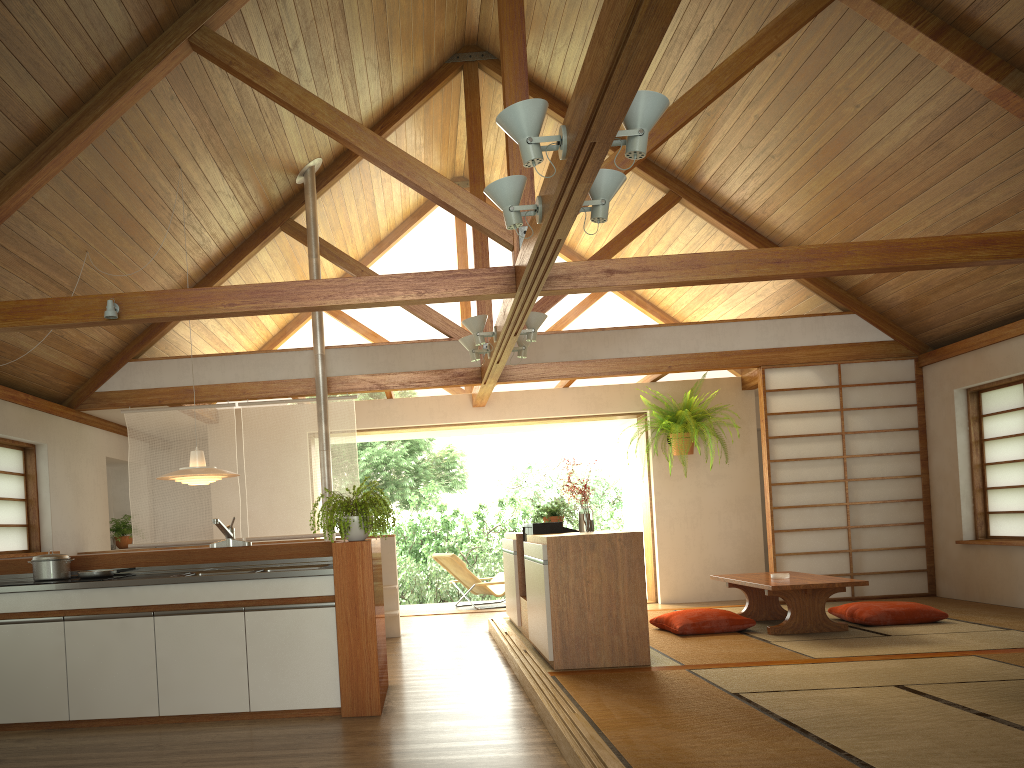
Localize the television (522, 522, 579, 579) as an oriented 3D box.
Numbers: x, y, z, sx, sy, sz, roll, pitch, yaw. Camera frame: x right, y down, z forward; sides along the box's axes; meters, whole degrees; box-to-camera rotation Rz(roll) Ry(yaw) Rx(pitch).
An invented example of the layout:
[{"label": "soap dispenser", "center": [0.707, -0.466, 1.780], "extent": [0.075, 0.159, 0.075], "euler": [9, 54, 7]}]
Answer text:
[{"label": "television", "center": [0.358, 1.238, 6.159], "extent": [0.491, 0.536, 0.648], "euler": [-3, -5, -3]}]

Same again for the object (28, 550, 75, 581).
[{"label": "object", "center": [-2.606, 1.023, 4.954], "extent": [0.229, 0.169, 0.197], "euler": [-9, -8, 43]}]

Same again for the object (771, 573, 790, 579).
[{"label": "object", "center": [1.862, 1.333, 6.077], "extent": [0.112, 0.030, 0.127], "euler": [1, -10, -28]}]

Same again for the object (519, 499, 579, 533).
[{"label": "object", "center": [0.305, 1.134, 7.192], "extent": [0.536, 0.374, 0.534], "euler": [2, -8, -41]}]

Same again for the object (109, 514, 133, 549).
[{"label": "object", "center": [-4.087, 1.545, 9.147], "extent": [0.502, 0.356, 0.564], "euler": [-4, -6, 6]}]

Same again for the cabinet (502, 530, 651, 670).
[{"label": "cabinet", "center": [0.337, 1.414, 6.159], "extent": [0.554, 0.731, 2.688], "euler": [-3, -8, -6]}]

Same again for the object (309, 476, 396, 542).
[{"label": "object", "center": [-0.846, 0.687, 4.739], "extent": [0.478, 0.349, 0.473], "euler": [-6, -6, 23]}]

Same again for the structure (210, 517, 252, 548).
[{"label": "structure", "center": [-1.692, 0.854, 5.026], "extent": [0.252, 0.174, 0.389], "euler": [-5, -8, 14]}]

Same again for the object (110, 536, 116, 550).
[{"label": "object", "center": [-4.011, 1.593, 8.751], "extent": [0.092, 0.134, 0.101], "euler": [-2, -4, -21]}]

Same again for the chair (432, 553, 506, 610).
[{"label": "chair", "center": [-0.225, 2.164, 9.765], "extent": [1.173, 0.624, 0.852], "euler": [0, -7, -26]}]

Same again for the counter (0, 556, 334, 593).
[{"label": "counter", "center": [-2.222, 1.107, 4.793], "extent": [2.595, 0.168, 0.620], "euler": [-4, -8, 2]}]

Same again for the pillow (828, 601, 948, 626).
[{"label": "pillow", "center": [2.584, 1.582, 6.075], "extent": [0.556, 0.131, 0.569], "euler": [-3, -8, -3]}]

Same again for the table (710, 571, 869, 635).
[{"label": "table", "center": [1.887, 1.518, 6.096], "extent": [0.600, 0.333, 1.219], "euler": [-3, -8, -4]}]

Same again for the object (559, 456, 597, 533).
[{"label": "object", "center": [0.423, 0.697, 5.570], "extent": [0.241, 0.497, 0.223], "euler": [-4, -2, 5]}]

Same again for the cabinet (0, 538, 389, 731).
[{"label": "cabinet", "center": [-2.116, 1.384, 4.875], "extent": [2.795, 0.877, 0.842], "euler": [-4, -4, 2]}]

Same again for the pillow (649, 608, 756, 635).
[{"label": "pillow", "center": [1.328, 1.655, 6.142], "extent": [0.549, 0.147, 0.577], "euler": [-2, -8, -8]}]

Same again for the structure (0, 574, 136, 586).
[{"label": "structure", "center": [-2.440, 1.080, 4.821], "extent": [0.582, 0.005, 0.537], "euler": [-3, -9, -1]}]

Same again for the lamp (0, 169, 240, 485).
[{"label": "lamp", "center": [-2.790, -0.334, 6.043], "extent": [1.848, 2.139, 0.544], "euler": [-4, -1, 12]}]

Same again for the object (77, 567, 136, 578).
[{"label": "object", "center": [-2.300, 1.070, 4.962], "extent": [0.293, 0.043, 0.213], "euler": [1, -9, -24]}]

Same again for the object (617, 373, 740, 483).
[{"label": "object", "center": [1.748, 0.455, 8.711], "extent": [1.257, 1.122, 1.081], "euler": [-3, -4, -8]}]
